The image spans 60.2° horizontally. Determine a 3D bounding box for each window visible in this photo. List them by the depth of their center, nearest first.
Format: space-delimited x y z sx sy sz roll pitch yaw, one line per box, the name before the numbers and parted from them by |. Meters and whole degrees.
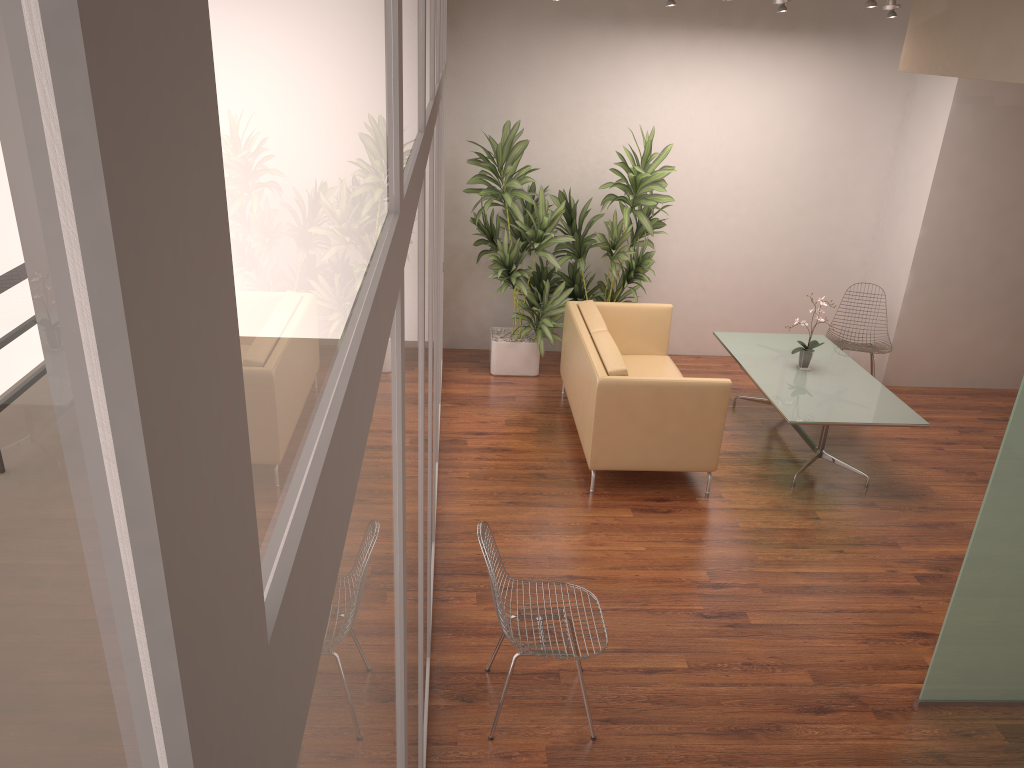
window | -0.302 -0.206 3.411 0.062 3.402 8.257 1 22 -4

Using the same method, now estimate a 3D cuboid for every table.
table | 2.170 0.175 6.626 0.939 0.581 1.804 1 22 -4

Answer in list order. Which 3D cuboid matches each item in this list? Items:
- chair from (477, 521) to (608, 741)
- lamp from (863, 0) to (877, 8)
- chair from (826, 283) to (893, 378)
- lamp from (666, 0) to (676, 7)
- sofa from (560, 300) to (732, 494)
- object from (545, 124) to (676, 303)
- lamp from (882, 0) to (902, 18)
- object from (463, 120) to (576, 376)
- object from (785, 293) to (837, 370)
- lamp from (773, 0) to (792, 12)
chair | 0.117 1.020 3.791 0.560 0.935 0.523 1 25 -4
lamp | 2.052 -2.378 4.952 0.132 0.501 0.194 -15 30 -33
chair | 2.976 -0.363 7.599 0.542 0.935 0.541 10 25 14
lamp | 1.148 -2.950 6.266 0.132 0.501 0.194 -15 30 -33
sofa | 0.899 0.011 6.491 0.878 0.869 1.737 1 23 -4
object | 0.786 -1.120 7.542 1.079 2.185 0.931 7 25 8
lamp | 2.784 -2.911 6.372 0.132 0.501 0.194 -15 30 -33
object | 0.112 -1.131 7.486 0.965 2.185 1.042 9 25 13
object | 2.221 -0.395 6.447 0.370 0.612 0.287 -1 25 -9
lamp | 1.966 -2.930 6.319 0.132 0.501 0.194 -15 30 -33
